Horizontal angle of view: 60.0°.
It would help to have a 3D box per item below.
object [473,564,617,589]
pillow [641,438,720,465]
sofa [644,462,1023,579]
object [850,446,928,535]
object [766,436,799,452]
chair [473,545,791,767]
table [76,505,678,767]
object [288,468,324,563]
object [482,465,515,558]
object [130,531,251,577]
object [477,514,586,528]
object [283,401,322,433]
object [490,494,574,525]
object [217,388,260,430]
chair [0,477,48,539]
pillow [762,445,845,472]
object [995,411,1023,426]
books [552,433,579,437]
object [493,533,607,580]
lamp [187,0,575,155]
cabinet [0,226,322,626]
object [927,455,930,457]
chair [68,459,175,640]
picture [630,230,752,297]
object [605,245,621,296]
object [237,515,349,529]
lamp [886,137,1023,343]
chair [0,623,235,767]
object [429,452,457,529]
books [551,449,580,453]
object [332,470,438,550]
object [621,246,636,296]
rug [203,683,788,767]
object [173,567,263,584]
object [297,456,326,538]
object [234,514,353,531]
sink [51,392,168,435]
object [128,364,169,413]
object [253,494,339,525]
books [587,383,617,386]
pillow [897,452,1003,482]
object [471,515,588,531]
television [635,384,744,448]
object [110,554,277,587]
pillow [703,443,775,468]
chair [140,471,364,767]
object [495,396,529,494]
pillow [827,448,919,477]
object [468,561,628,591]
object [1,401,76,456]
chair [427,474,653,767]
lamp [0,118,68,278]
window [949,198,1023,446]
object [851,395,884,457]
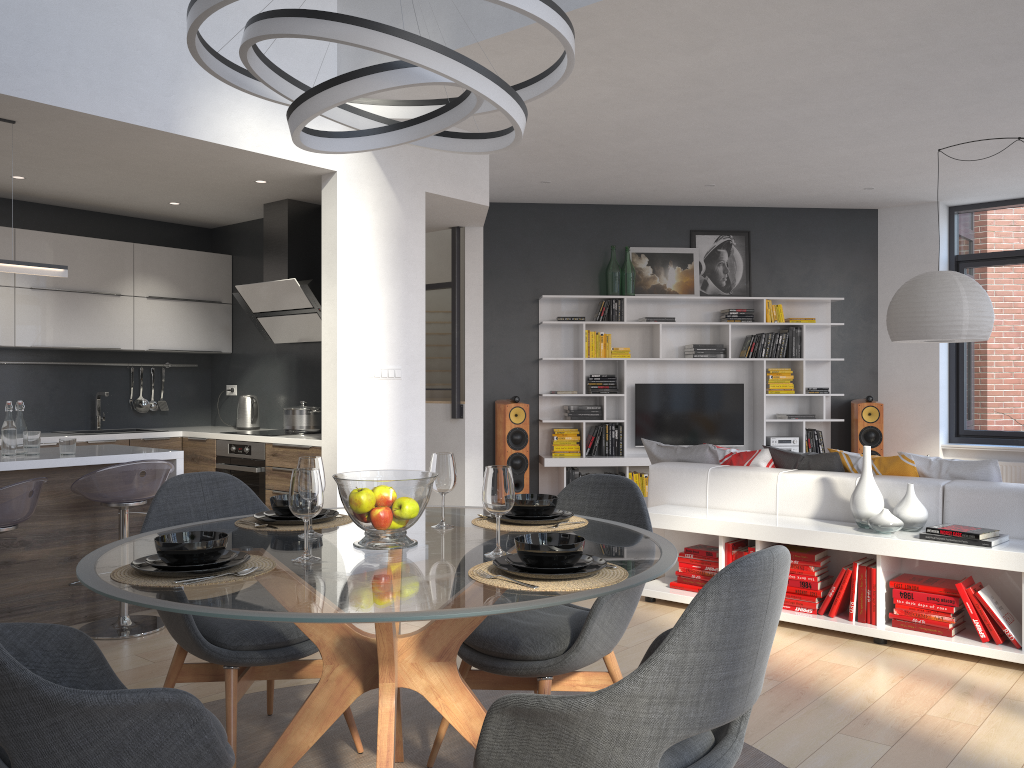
[{"bbox_3d":[0.080,0.416,2.011,0.206,0.015,0.309,0,0,45],"label":"object"},{"bbox_3d":[2.215,0.560,5.127,2.953,0.453,0.647,0,0,28],"label":"pillow"},{"bbox_3d":[2.534,0.834,5.497,3.424,0.732,2.614,0,0,40],"label":"sofa"},{"bbox_3d":[1.788,0.501,4.260,0.319,0.398,0.316,0,0,-26],"label":"object"},{"bbox_3d":[2.670,0.613,8.834,0.285,0.174,0.270,0,0,-5],"label":"object"},{"bbox_3d":[0.247,0.751,1.834,0.619,0.891,0.655,0,0,42],"label":"chair"},{"bbox_3d":[-0.323,0.807,2.356,1.499,0.764,1.499,0,0,29],"label":"table"},{"bbox_3d":[-0.497,0.315,2.140,0.083,0.220,0.083,0,0,1],"label":"object"},{"bbox_3d":[-0.034,0.315,2.201,0.083,0.220,0.083,0,0,1],"label":"object"},{"bbox_3d":[-0.732,0.386,2.027,0.258,0.074,0.258,0,0,-30],"label":"object"},{"bbox_3d":[0.047,0.416,2.741,0.309,0.015,0.206,0,0,45],"label":"object"},{"bbox_3d":[-1.489,0.232,6.339,0.288,0.223,0.315,0,0,-9],"label":"object"},{"bbox_3d":[0.062,0.386,2.744,0.258,0.074,0.258,0,0,20],"label":"object"},{"bbox_3d":[-2.132,0.191,6.936,0.179,0.318,0.590,0,0,-43],"label":"object"},{"bbox_3d":[-2.290,0.804,3.894,0.434,0.787,0.475,0,0,3],"label":"chair"},{"bbox_3d":[2.331,0.564,4.607,2.120,0.436,0.608,0,0,36],"label":"pillow"},{"bbox_3d":[2.394,0.328,3.648,0.607,0.744,0.406,0,0,-10],"label":"object"},{"bbox_3d":[0.527,0.499,8.700,0.238,0.023,0.167,0,0,11],"label":"books"},{"bbox_3d":[0.085,0.386,2.002,0.258,0.074,0.258,0,0,-30],"label":"object"},{"bbox_3d":[-0.333,-2.893,2.361,1.000,4.513,1.000,0,0,42],"label":"lamp"},{"bbox_3d":[-3.111,-0.051,4.853,2.402,2.501,4.694,0,0,40],"label":"cabinet"},{"bbox_3d":[2.815,0.621,6.186,0.330,0.265,0.330,0,0,-26],"label":"object"},{"bbox_3d":[-1.905,0.779,4.352,0.434,0.838,0.475,0,0,38],"label":"chair"},{"bbox_3d":[1.783,-1.201,8.917,1.279,0.707,0.076,0,0,-5],"label":"picture"},{"bbox_3d":[0.993,-1.105,8.689,0.157,0.507,0.157,0,0,9],"label":"object"},{"bbox_3d":[-0.675,0.416,2.743,0.206,0.015,0.309,0,0,45],"label":"object"},{"bbox_3d":[2.998,-0.124,4.218,0.710,2.647,3.199,0,0,-14],"label":"lamp"},{"bbox_3d":[-0.901,0.751,1.848,0.619,0.891,0.655,0,0,-43],"label":"chair"},{"bbox_3d":[-0.205,0.315,2.628,0.083,0.220,0.083,0,0,12],"label":"object"},{"bbox_3d":[0.523,0.659,8.683,0.269,0.025,0.213,0,0,-2],"label":"books"},{"bbox_3d":[-0.335,0.333,2.352,0.278,0.184,0.278,0,0,-41],"label":"object"},{"bbox_3d":[1.143,-1.105,8.759,0.157,0.507,0.157,0,0,9],"label":"object"},{"bbox_3d":[-0.331,1.194,2.363,2.499,0.010,2.499,0,0,13],"label":"rug"},{"bbox_3d":[-0.717,0.416,2.036,0.206,0.015,0.309,0,0,-40],"label":"object"},{"bbox_3d":[-0.564,0.315,2.484,0.083,0.220,0.083,0,0,-22],"label":"object"},{"bbox_3d":[-0.672,0.424,2.748,0.360,0.002,0.360,0,0,15],"label":"object"},{"bbox_3d":[-2.925,0.317,6.465,0.512,0.518,0.626,0,0,40],"label":"sink"},{"bbox_3d":[-2.857,0.031,6.961,0.069,0.389,0.320,0,0,41],"label":"object"},{"bbox_3d":[-0.666,0.386,2.743,0.258,0.074,0.258,0,0,20],"label":"object"},{"bbox_3d":[0.879,0.001,8.699,0.284,0.030,0.214,0,0,3],"label":"books"},{"bbox_3d":[3.142,0.562,4.952,2.156,0.456,0.580,0,0,-24],"label":"pillow"},{"bbox_3d":[0.055,0.424,2.735,0.360,0.002,0.360,0,0,-8],"label":"object"},{"bbox_3d":[1.764,0.348,8.817,1.102,0.704,0.207,0,0,-5],"label":"television"},{"bbox_3d":[-0.727,0.424,2.039,0.360,0.002,0.360,0,0,15],"label":"object"},{"bbox_3d":[2.076,0.590,4.811,2.250,0.449,0.575,0,0,37],"label":"pillow"},{"bbox_3d":[-0.867,0.751,2.881,0.619,0.891,0.655,0,0,42],"label":"chair"},{"bbox_3d":[-0.021,0.656,8.569,0.290,1.088,0.434,0,0,-20],"label":"object"},{"bbox_3d":[2.830,0.580,4.888,2.095,0.440,0.630,0,0,-3],"label":"pillow"},{"bbox_3d":[0.081,0.424,1.999,0.360,0.002,0.360,0,0,-8],"label":"object"},{"bbox_3d":[-2.312,0.216,4.339,0.323,0.267,0.148,0,0,5],"label":"object"},{"bbox_3d":[0.119,0.751,2.790,0.619,0.891,0.655,0,0,-43],"label":"chair"},{"bbox_3d":[-2.622,-0.928,4.204,0.020,0.756,0.998,0,0,40],"label":"lamp"},{"bbox_3d":[5.236,-0.601,8.444,1.960,2.402,0.170,0,0,40],"label":"window"},{"bbox_3d":[3.538,0.656,8.868,0.290,1.088,0.434,0,0,10],"label":"object"}]
